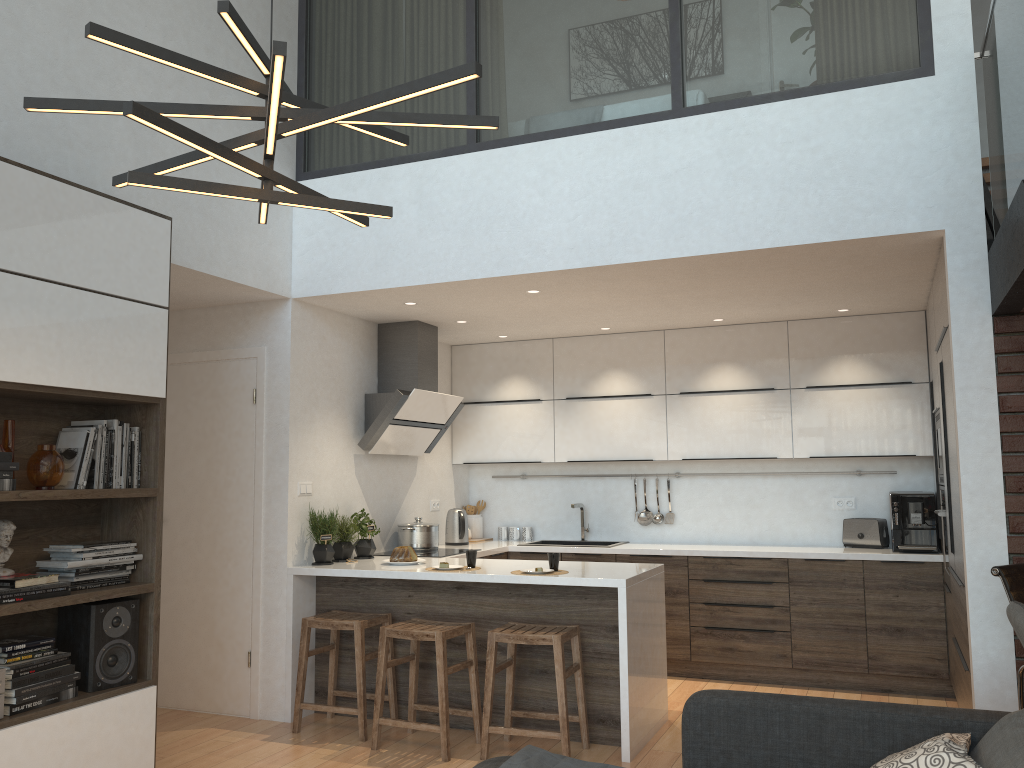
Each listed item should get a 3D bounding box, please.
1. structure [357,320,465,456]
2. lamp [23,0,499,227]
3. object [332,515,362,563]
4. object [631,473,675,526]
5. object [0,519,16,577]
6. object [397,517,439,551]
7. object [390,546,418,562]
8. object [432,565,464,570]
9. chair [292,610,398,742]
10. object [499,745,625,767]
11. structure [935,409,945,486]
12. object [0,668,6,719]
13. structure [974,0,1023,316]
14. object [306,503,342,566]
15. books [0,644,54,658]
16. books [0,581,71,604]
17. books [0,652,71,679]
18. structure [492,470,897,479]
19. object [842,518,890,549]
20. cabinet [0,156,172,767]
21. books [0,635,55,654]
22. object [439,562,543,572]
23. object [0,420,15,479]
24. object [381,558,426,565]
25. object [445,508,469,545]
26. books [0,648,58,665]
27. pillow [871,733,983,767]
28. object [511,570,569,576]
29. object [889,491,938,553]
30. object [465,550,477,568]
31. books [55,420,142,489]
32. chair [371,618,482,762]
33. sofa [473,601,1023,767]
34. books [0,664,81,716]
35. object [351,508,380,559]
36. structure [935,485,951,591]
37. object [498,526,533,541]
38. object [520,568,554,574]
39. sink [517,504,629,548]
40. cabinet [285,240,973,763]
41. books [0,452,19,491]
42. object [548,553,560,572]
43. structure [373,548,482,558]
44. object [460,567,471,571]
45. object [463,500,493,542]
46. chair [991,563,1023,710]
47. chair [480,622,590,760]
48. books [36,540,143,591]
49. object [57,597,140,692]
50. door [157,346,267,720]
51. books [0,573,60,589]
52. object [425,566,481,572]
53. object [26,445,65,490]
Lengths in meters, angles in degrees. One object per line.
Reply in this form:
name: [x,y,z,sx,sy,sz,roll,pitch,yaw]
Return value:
structure: [-0.670,-0.017,6.086,0.407,0.998,0.898,-3,-7,23]
lamp: [-0.587,-2.237,2.259,1.200,3.645,0.831,-4,-7,33]
object: [-1.016,0.932,5.382,0.221,0.283,0.211,-5,-7,36]
object: [1.052,0.866,6.641,0.320,0.389,0.069,-3,-7,24]
object: [-1.916,0.609,3.305,0.117,0.207,0.116,2,-7,-26]
object: [-0.646,1.030,6.113,0.315,0.223,0.288,2,-7,-26]
object: [-0.636,0.999,5.185,0.155,0.101,0.161,-3,-6,18]
object: [-0.348,0.999,4.820,0.176,0.014,0.176,-2,-6,13]
chair: [-0.901,1.568,4.833,0.450,0.600,0.350,-3,-7,23]
object: [0.090,1.321,2.522,0.548,0.369,0.685,-4,-7,30]
structure: [2.682,0.362,5.040,0.459,0.430,0.595,-3,-7,23]
object: [-1.924,1.066,2.986,0.270,0.174,0.285,-3,-7,23]
structure: [2.106,0.055,2.211,1.289,3.460,5.660,-3,-7,23]
object: [-1.103,0.870,5.188,0.186,0.367,0.196,-3,-7,23]
books: [-1.846,0.990,3.309,0.142,0.015,0.198,-3,-6,21]
books: [-1.834,0.761,3.250,0.250,0.047,0.310,-4,-7,28]
books: [-1.835,1.042,3.302,0.224,0.042,0.277,-3,-6,18]
structure: [1.228,0.676,6.594,3.000,0.045,0.050,-3,-7,23]
object: [2.376,1.002,5.965,0.260,0.195,0.177,-6,-8,43]
cabinet: [-2.401,0.329,1.972,0.338,2.494,4.036,-3,-7,23]
books: [-1.859,0.972,3.319,0.161,0.023,0.213,-4,-7,26]
object: [-0.117,0.969,4.694,0.597,0.039,0.064,-3,-6,19]
object: [-1.911,0.267,3.335,0.081,0.265,0.082,-6,-8,44]
object: [-0.630,1.037,5.166,0.261,0.021,0.261,-2,-6,17]
object: [-0.415,1.063,6.613,0.179,0.270,0.220,-2,-6,10]
books: [-1.843,1.009,3.307,0.161,0.023,0.213,-4,-7,26]
pillow: [0.599,0.930,1.354,0.386,0.364,2.734,-4,-7,26]
object: [0.144,0.981,4.621,0.304,0.002,0.304,4,-7,-35]
object: [2.591,0.883,5.722,0.274,0.378,0.532,-3,-7,23]
object: [-0.224,0.965,4.884,0.066,0.093,0.066,3,-7,-31]
books: [-1.737,0.292,3.673,0.201,0.287,0.332,-3,-7,23]
chair: [-0.427,1.529,4.503,0.450,0.600,0.350,-4,-7,28]
sofa: [0.004,1.009,1.482,2.108,0.995,3.169,-3,-7,23]
books: [-1.814,1.123,3.291,0.248,0.123,0.307,-3,-6,18]
object: [-0.934,0.936,5.561,0.179,0.311,0.172,-5,-7,33]
structure: [2.671,0.861,4.994,0.495,0.570,0.595,-3,-7,23]
object: [0.022,1.183,7.010,0.297,0.105,0.112,-3,-7,24]
object: [0.130,0.969,4.581,0.176,0.014,0.176,-4,-7,27]
sink: [0.460,1.152,6.570,0.706,0.518,0.512,-3,-7,23]
cabinet: [0.797,0.715,5.496,3.495,2.401,2.401,-3,-7,23]
books: [-1.965,0.306,3.093,0.277,0.137,0.343,-3,-6,18]
object: [0.220,0.937,4.666,0.066,0.093,0.066,0,-6,-4]
structure: [-0.580,1.125,5.927,0.550,0.006,0.609,-3,-7,23]
object: [-0.253,0.994,4.763,0.025,0.011,0.126,-4,-7,26]
object: [-0.316,1.082,7.031,0.221,0.316,0.330,-3,-7,23]
chair: [2.184,1.162,3.176,0.651,0.991,0.700,3,-7,-33]
chair: [0.115,1.508,4.362,0.450,0.600,0.350,-3,-6,20]
books: [-1.724,0.732,3.596,0.224,0.176,0.374,-3,-7,22]
object: [-1.678,1.049,3.606,0.244,0.331,0.214,-4,-7,33]
door: [-1.885,0.864,5.304,0.974,2.136,0.085,-3,-7,23]
books: [-1.857,0.725,3.273,0.266,0.030,0.209,-2,-6,16]
object: [-0.322,1.010,4.848,0.305,0.002,0.305,0,-6,-8]
object: [-1.788,0.319,3.400,0.130,0.171,0.130,3,-7,-28]
